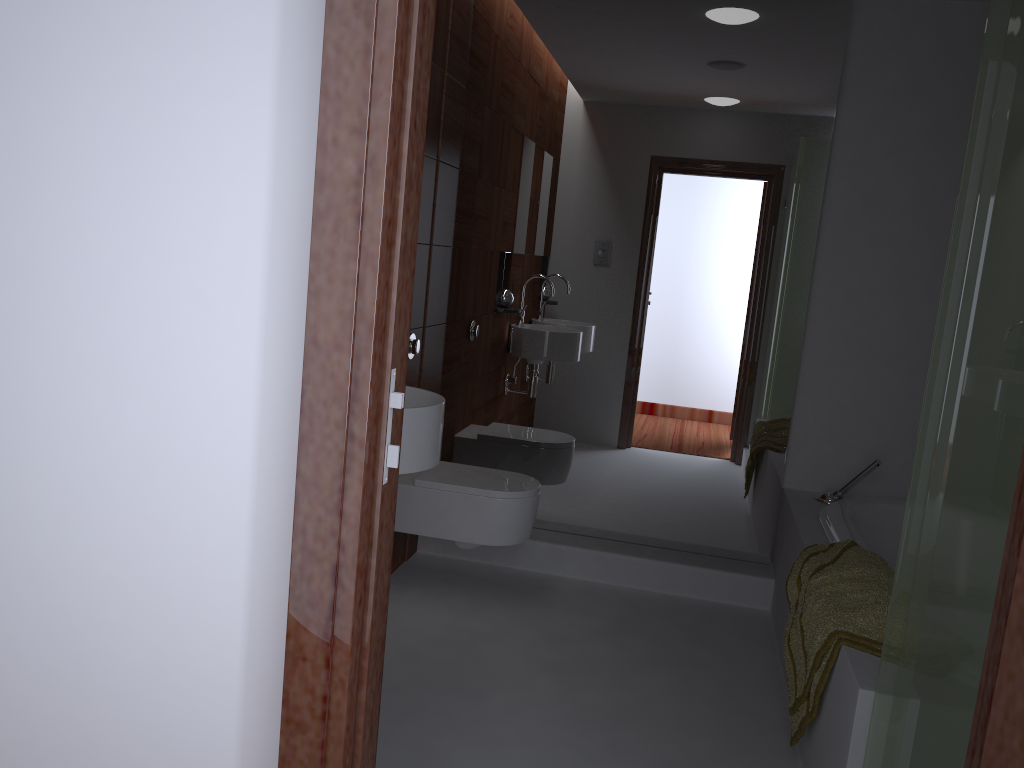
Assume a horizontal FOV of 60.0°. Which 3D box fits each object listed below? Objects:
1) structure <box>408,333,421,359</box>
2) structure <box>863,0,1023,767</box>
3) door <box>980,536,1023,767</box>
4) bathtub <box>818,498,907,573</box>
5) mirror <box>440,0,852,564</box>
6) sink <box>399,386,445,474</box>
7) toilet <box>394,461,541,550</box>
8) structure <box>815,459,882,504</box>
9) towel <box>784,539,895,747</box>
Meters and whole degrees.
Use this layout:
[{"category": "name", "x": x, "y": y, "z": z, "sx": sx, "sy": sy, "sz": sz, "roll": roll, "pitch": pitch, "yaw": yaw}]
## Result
[{"category": "structure", "x": -0.364, "y": -0.139, "z": 3.298, "sx": 0.034, "sy": 0.098, "sz": 0.098, "roll": 7, "pitch": 8, "yaw": 11}, {"category": "structure", "x": 1.216, "y": 0.171, "z": 1.276, "sx": 1.015, "sy": 2.079, "sz": 0.765, "roll": 7, "pitch": 8, "yaw": 11}, {"category": "door", "x": 0.566, "y": 0.224, "z": 0.544, "sx": 0.095, "sy": 1.780, "sz": 0.708, "roll": 4, "pitch": 9, "yaw": -13}, {"category": "bathtub", "x": 1.389, "y": 0.760, "z": 2.615, "sx": 0.881, "sy": 0.424, "sz": 1.683, "roll": 7, "pitch": 8, "yaw": 11}, {"category": "mirror", "x": 0.453, "y": -0.436, "z": 3.564, "sx": 1.433, "sy": 2.183, "sz": 0.019, "roll": 7, "pitch": 8, "yaw": 11}, {"category": "sink", "x": -0.390, "y": 0.082, "z": 2.351, "sx": 0.417, "sy": 0.715, "sz": 0.415, "roll": 7, "pitch": 8, "yaw": 11}, {"category": "toilet", "x": -0.175, "y": 0.482, "z": 3.327, "sx": 0.547, "sy": 0.284, "sz": 0.329, "roll": 7, "pitch": 8, "yaw": 11}, {"category": "structure", "x": 1.270, "y": 0.379, "z": 3.338, "sx": 0.239, "sy": 0.257, "sz": 0.112, "roll": 13, "pitch": 11, "yaw": 42}, {"category": "towel", "x": 0.931, "y": 0.731, "z": 2.373, "sx": 0.349, "sy": 0.452, "sz": 0.890, "roll": 6, "pitch": 8, "yaw": 6}]
